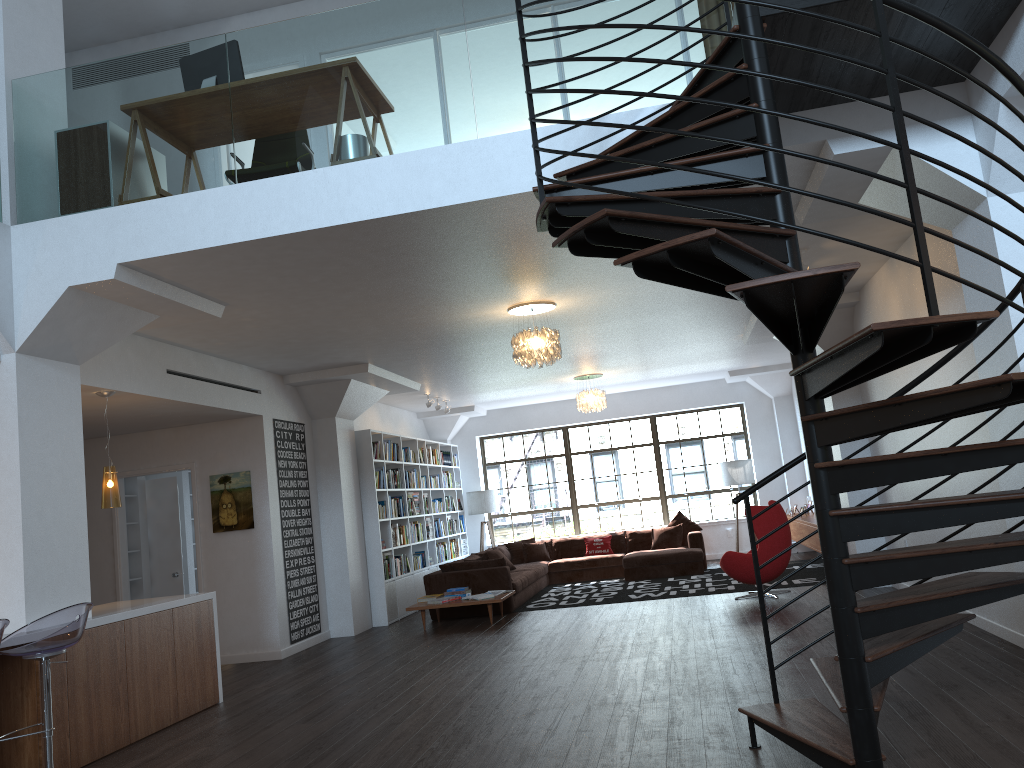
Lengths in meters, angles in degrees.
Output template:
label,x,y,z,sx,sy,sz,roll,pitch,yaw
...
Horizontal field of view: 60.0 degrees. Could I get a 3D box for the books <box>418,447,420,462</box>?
label,x,y,z,sx,sy,sz,roll,pitch,yaw
books,-1.466,1.071,13.198,0.183,0.253,0.042,-8,-8,10

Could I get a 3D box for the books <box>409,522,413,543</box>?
label,x,y,z,sx,sy,sz,roll,pitch,yaw
books,-1.491,2.072,12.281,0.198,0.284,0.066,-8,-8,9

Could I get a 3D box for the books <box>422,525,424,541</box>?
label,x,y,z,sx,sy,sz,roll,pitch,yaw
books,-1.365,2.168,12.864,0.161,0.223,0.026,-8,-8,9

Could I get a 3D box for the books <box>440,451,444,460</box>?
label,x,y,z,sx,sy,sz,roll,pitch,yaw
books,-1.218,1.232,14.596,0.183,0.253,0.042,-8,-8,10

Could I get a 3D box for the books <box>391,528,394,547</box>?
label,x,y,z,sx,sy,sz,roll,pitch,yaw
books,-1.633,1.999,11.495,0.189,0.247,0.057,-8,-8,10

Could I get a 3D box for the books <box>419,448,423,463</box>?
label,x,y,z,sx,sy,sz,roll,pitch,yaw
books,-1.450,1.090,13.282,0.174,0.236,0.136,-8,-8,9

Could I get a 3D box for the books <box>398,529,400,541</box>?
label,x,y,z,sx,sy,sz,roll,pitch,yaw
books,-1.576,2.046,11.796,0.161,0.223,0.026,-8,-8,10

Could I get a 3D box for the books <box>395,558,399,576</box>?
label,x,y,z,sx,sy,sz,roll,pitch,yaw
books,-1.574,2.391,11.541,0.176,0.231,0.053,-8,-8,10

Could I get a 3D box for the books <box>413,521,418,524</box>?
label,x,y,z,sx,sy,sz,roll,pitch,yaw
books,-1.415,2.111,12.655,0.176,0.290,0.036,-8,-8,9

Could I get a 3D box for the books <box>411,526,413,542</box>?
label,x,y,z,sx,sy,sz,roll,pitch,yaw
books,-1.466,2.091,12.321,0.160,0.250,0.026,-8,-8,9

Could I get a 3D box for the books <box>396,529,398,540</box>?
label,x,y,z,sx,sy,sz,roll,pitch,yaw
books,-1.590,2.037,11.717,0.161,0.223,0.027,-8,-8,10

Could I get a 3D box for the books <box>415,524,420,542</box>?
label,x,y,z,sx,sy,sz,roll,pitch,yaw
books,-1.411,2.124,12.617,0.183,0.253,0.034,-8,-8,9

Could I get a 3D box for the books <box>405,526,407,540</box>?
label,x,y,z,sx,sy,sz,roll,pitch,yaw
books,-1.518,2.067,12.099,0.160,0.250,0.026,-8,-8,10

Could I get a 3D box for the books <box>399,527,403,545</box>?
label,x,y,z,sx,sy,sz,roll,pitch,yaw
books,-1.557,2.044,11.881,0.171,0.246,0.057,-8,-8,10

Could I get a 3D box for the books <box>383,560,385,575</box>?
label,x,y,z,sx,sy,sz,roll,pitch,yaw
books,-1.669,2.324,11.038,0.160,0.251,0.031,-8,-8,10

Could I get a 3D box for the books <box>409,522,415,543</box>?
label,x,y,z,sx,sy,sz,roll,pitch,yaw
books,-1.463,2.080,12.388,0.176,0.290,0.053,-8,-8,9

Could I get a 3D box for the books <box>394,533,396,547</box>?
label,x,y,z,sx,sy,sz,roll,pitch,yaw
books,-1.601,2.028,11.584,0.144,0.207,0.048,-8,-8,10

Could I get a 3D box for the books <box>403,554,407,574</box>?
label,x,y,z,sx,sy,sz,roll,pitch,yaw
books,-1.506,2.419,11.884,0.183,0.253,0.042,-8,-8,10

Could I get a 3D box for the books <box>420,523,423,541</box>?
label,x,y,z,sx,sy,sz,roll,pitch,yaw
books,-1.391,2.146,12.795,0.183,0.253,0.034,-8,-8,9

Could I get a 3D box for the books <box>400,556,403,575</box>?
label,x,y,z,sx,sy,sz,roll,pitch,yaw
books,-1.536,2.404,11.722,0.171,0.246,0.039,-8,-8,10

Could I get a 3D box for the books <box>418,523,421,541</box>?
label,x,y,z,sx,sy,sz,roll,pitch,yaw
books,-1.404,2.132,12.699,0.180,0.259,0.060,-8,-8,9

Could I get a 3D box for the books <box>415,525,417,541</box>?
label,x,y,z,sx,sy,sz,roll,pitch,yaw
books,-1.436,2.115,12.503,0.171,0.246,0.057,-8,-8,9

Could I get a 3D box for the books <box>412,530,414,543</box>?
label,x,y,z,sx,sy,sz,roll,pitch,yaw
books,-1.458,2.107,12.343,0.161,0.223,0.026,-8,-8,9

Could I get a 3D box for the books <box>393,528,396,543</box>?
label,x,y,z,sx,sy,sz,roll,pitch,yaw
books,-1.610,2.018,11.632,0.159,0.241,0.038,-8,-8,10

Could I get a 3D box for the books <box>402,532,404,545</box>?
label,x,y,z,sx,sy,sz,roll,pitch,yaw
books,-1.553,2.057,11.927,0.168,0.231,0.037,-8,-8,10

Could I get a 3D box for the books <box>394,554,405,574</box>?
label,x,y,z,sx,sy,sz,roll,pitch,yaw
books,-1.528,2.407,11.801,0.180,0.259,0.042,-8,-8,10

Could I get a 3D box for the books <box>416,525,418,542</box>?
label,x,y,z,sx,sy,sz,roll,pitch,yaw
books,-1.428,2.128,12.579,0.174,0.240,0.045,-8,-8,9

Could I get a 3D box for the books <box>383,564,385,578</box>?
label,x,y,z,sx,sy,sz,roll,pitch,yaw
books,-1.687,2.304,11.002,0.198,0.284,0.049,-8,-8,10

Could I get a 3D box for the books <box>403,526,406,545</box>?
label,x,y,z,sx,sy,sz,roll,pitch,yaw
books,-1.535,2.053,11.994,0.183,0.253,0.034,-8,-8,10

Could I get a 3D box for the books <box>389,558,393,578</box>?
label,x,y,z,sx,sy,sz,roll,pitch,yaw
books,-1.619,2.353,11.301,0.180,0.251,0.048,-8,-8,10

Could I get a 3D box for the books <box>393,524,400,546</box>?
label,x,y,z,sx,sy,sz,roll,pitch,yaw
books,-1.589,2.009,11.761,0.176,0.290,0.053,-8,-8,10

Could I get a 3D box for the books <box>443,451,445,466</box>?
label,x,y,z,sx,sy,sz,roll,pitch,yaw
books,-1.204,1.236,14.637,0.183,0.253,0.042,-8,-8,10

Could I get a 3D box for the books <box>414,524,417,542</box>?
label,x,y,z,sx,sy,sz,roll,pitch,yaw
books,-1.442,2.106,12.459,0.183,0.253,0.034,-8,-8,9

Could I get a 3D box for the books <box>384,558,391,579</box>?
label,x,y,z,sx,sy,sz,roll,pitch,yaw
books,-1.635,2.343,11.220,0.183,0.253,0.042,-8,-8,10

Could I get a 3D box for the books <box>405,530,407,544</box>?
label,x,y,z,sx,sy,sz,roll,pitch,yaw
books,-1.532,2.069,12.065,0.174,0.240,0.045,-8,-8,10

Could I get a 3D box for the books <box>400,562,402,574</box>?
label,x,y,z,sx,sy,sz,roll,pitch,yaw
books,-1.543,2.412,11.685,0.161,0.223,0.033,-8,-8,10

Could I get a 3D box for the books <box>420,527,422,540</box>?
label,x,y,z,sx,sy,sz,roll,pitch,yaw
books,-1.387,2.157,12.763,0.161,0.223,0.027,-8,-8,9

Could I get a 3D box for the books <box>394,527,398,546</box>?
label,x,y,z,sx,sy,sz,roll,pitch,yaw
books,-1.599,2.021,11.677,0.171,0.246,0.057,-8,-8,10

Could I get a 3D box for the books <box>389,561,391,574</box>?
label,x,y,z,sx,sy,sz,roll,pitch,yaw
books,-1.625,2.362,11.254,0.161,0.223,0.033,-8,-8,10

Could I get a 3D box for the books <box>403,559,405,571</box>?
label,x,y,z,sx,sy,sz,roll,pitch,yaw
books,-1.529,2.428,11.844,0.168,0.231,0.045,-8,-8,10

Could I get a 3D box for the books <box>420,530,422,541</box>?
label,x,y,z,sx,sy,sz,roll,pitch,yaw
books,-1.392,2.140,12.740,0.160,0.250,0.026,-8,-8,9

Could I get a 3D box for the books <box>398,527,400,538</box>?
label,x,y,z,sx,sy,sz,roll,pitch,yaw
books,-1.588,2.044,11.834,0.174,0.240,0.045,-8,-8,10

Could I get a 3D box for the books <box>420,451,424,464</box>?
label,x,y,z,sx,sy,sz,roll,pitch,yaw
books,-1.430,1.109,13.332,0.161,0.207,0.130,-8,-8,9

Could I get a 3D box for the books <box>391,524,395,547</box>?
label,x,y,z,sx,sy,sz,roll,pitch,yaw
books,-1.609,1.977,11.545,0.140,0.298,0.044,-8,-8,10

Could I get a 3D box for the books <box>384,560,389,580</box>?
label,x,y,z,sx,sy,sz,roll,pitch,yaw
books,-1.645,2.336,11.108,0.174,0.240,0.054,-8,-8,10

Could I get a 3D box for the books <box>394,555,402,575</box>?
label,x,y,z,sx,sy,sz,roll,pitch,yaw
books,-1.554,2.391,11.652,0.183,0.253,0.042,-8,-8,10

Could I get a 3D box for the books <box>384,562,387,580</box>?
label,x,y,z,sx,sy,sz,roll,pitch,yaw
books,-1.653,2.339,11.065,0.161,0.223,0.032,-8,-8,10

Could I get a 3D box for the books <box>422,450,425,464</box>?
label,x,y,z,sx,sy,sz,roll,pitch,yaw
books,-1.413,1.114,13.442,0.161,0.223,0.032,-8,-8,10

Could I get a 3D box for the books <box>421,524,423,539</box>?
label,x,y,z,sx,sy,sz,roll,pitch,yaw
books,-1.383,2.157,12.833,0.174,0.240,0.045,-8,-8,9

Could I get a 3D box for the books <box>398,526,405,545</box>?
label,x,y,z,sx,sy,sz,roll,pitch,yaw
books,-1.545,2.050,11.962,0.183,0.253,0.034,-8,-8,10

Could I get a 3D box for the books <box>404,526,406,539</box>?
label,x,y,z,sx,sy,sz,roll,pitch,yaw
books,-1.533,2.057,12.027,0.183,0.253,0.034,-8,-8,10

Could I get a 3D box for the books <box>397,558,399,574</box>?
label,x,y,z,sx,sy,sz,roll,pitch,yaw
books,-1.559,2.399,11.582,0.161,0.223,0.033,-8,-8,10

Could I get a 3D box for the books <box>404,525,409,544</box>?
label,x,y,z,sx,sy,sz,roll,pitch,yaw
books,-1.510,2.068,12.127,0.183,0.253,0.034,-8,-8,10

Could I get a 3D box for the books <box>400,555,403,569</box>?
label,x,y,z,sx,sy,sz,roll,pitch,yaw
books,-1.532,2.407,11.761,0.160,0.251,0.039,-8,-8,10

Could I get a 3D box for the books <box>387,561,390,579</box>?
label,x,y,z,sx,sy,sz,roll,pitch,yaw
books,-1.626,2.352,11.180,0.161,0.223,0.032,-8,-8,10

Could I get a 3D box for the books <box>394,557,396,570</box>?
label,x,y,z,sx,sy,sz,roll,pitch,yaw
books,-1.588,2.373,11.469,0.160,0.251,0.031,-8,-8,10

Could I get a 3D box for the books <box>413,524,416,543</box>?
label,x,y,z,sx,sy,sz,roll,pitch,yaw
books,-1.452,2.103,12.427,0.183,0.253,0.034,-8,-8,9

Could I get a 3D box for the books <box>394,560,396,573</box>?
label,x,y,z,sx,sy,sz,roll,pitch,yaw
books,-1.606,2.353,11.433,0.198,0.284,0.049,-8,-8,10

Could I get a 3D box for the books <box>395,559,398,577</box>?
label,x,y,z,sx,sy,sz,roll,pitch,yaw
books,-1.572,2.389,11.496,0.161,0.223,0.032,-8,-8,10
